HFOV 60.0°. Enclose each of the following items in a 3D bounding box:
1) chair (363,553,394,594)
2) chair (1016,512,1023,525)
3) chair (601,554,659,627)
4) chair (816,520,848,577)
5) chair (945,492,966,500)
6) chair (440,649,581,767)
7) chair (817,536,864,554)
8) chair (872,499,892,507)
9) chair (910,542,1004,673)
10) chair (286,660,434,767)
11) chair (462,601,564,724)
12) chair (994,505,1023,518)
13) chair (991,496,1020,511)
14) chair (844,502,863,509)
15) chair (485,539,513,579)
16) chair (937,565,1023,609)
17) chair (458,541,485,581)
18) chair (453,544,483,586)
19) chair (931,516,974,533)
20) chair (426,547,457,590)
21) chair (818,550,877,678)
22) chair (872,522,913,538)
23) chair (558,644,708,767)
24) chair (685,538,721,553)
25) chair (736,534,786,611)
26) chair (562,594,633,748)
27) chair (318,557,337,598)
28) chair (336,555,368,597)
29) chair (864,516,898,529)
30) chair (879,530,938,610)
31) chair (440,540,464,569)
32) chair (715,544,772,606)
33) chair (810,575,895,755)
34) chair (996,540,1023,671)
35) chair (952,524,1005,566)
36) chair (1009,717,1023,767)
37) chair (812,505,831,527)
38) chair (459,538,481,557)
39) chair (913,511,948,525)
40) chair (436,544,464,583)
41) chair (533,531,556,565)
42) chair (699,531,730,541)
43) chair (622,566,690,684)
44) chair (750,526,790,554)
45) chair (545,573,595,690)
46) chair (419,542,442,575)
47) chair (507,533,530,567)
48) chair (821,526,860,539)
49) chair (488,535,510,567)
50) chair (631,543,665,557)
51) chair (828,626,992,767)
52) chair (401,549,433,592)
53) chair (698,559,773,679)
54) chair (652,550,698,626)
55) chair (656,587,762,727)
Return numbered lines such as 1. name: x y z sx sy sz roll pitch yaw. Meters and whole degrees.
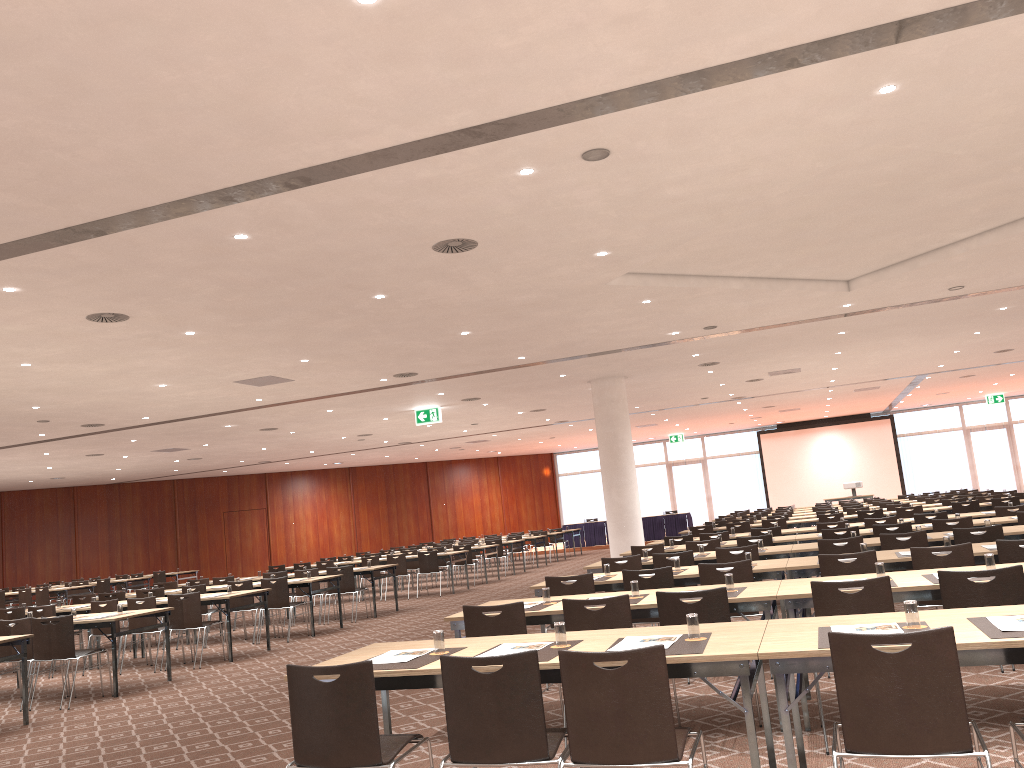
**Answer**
1. chair: -3.197 4.488 21.092 0.536 0.938 0.614 -8 -8 16
2. chair: 6.131 1.924 10.258 0.536 0.938 0.614 -9 -8 19
3. chair: 1.271 2.345 9.699 0.536 0.938 0.614 -8 -8 15
4. chair: 4.672 2.442 12.744 0.536 0.938 0.614 -9 -8 20
5. chair: 10.459 3.037 20.843 0.536 0.938 0.614 -8 -8 15
6. chair: -0.009 1.612 3.836 0.536 0.938 0.614 -8 -8 15
7. chair: 3.389 2.024 9.011 0.536 0.938 0.614 -8 -8 15
8. chair: 8.959 3.271 21.374 0.536 0.938 0.614 -8 -8 15
9. chair: 3.383 1.711 6.884 0.536 0.938 0.614 -9 -8 18
10. chair: -0.714 1.714 4.029 0.536 0.938 0.614 -8 -8 18
11. chair: -0.023 1.923 5.934 0.536 0.938 0.614 -9 -8 19
12. chair: 6.838 2.114 12.041 0.536 0.938 0.614 -8 -8 17
13. chair: 8.476 2.406 15.171 0.536 0.938 0.614 -8 -8 16
14. chair: 8.350 3.357 21.528 0.536 0.938 0.614 -8 -8 16
15. chair: -0.369 4.378 22.328 0.536 0.938 0.614 -8 -8 16
16. chair: 2.733 1.512 5.083 0.536 0.938 0.614 -9 -8 19
17. chair: -1.061 4.461 22.406 0.536 0.938 0.614 -8 -8 15
18. chair: -1.051 4.150 20.310 0.536 0.938 0.614 -8 -8 15
19. chair: 5.259 2.049 10.497 0.536 0.938 0.614 -9 -8 19
20. chair: -1.675 4.267 20.659 0.536 0.938 0.614 -8 -8 16
21. chair: 2.758 1.811 7.123 0.536 0.938 0.614 -9 -8 20
22. chair: 4.627 2.140 10.666 0.536 0.938 0.614 -9 -8 18
23. chair: 0.491 1.531 3.637 0.536 0.938 0.614 -8 -8 17
24. chair: 2.520 2.464 11.387 0.536 0.938 0.614 -8 -8 16
25. chair: 3.124 2.367 11.154 0.536 0.938 0.614 -9 -8 20
26. chair: 0.623 1.820 5.688 0.536 0.938 0.614 -8 -8 17
27. chair: -4.350 4.672 21.528 0.536 0.938 0.614 -8 -8 16
28. chair: -3.859 4.576 21.222 0.536 0.938 0.614 -9 -8 21
29. chair: 5.282 2.355 12.582 0.536 0.938 0.614 -8 -8 18
30. chair: 3.959 1.944 8.870 0.536 0.938 0.614 -8 -8 16
31. chair: -1.869 5.222 27.001 0.536 0.938 0.614 -9 -8 20
32. chair: 2.436 2.175 9.365 0.536 0.938 0.614 -8 -8 15
33. chair: 2.046 1.605 5.225 0.536 0.938 0.614 -8 -8 16
34. chair: 3.971 1.627 6.729 0.536 0.938 0.614 -9 -8 21
35. chair: 4.556 1.842 8.596 0.536 0.938 0.614 -8 -8 17
36. chair: 2.118 1.290 3.145 0.536 0.938 0.614 -8 -8 17
37. chair: 7.646 3.458 21.720 0.536 0.938 0.614 -9 -8 19
38. chair: -1.292 5.113 26.667 0.536 0.938 0.614 -9 -8 19
39. chair: 5.905 2.267 12.424 0.536 0.938 0.614 -8 -8 15
40. chair: -1.625 4.559 22.674 0.536 0.938 0.614 -8 -8 17
41. chair: 0.917 4.800 26.096 0.536 0.938 0.614 -8 -8 16
42. chair: 3.090 2.681 13.258 0.536 0.938 0.614 -8 -8 16
43. chair: 1.247 2.040 7.614 0.536 0.938 0.614 -9 -8 19
44. chair: 3.821 2.583 13.101 0.536 0.938 0.614 -9 -8 19
45. chair: 0.591 2.134 7.791 0.536 0.938 0.614 -8 -8 17
46. chair: -2.529 5.313 27.154 0.536 0.938 0.614 -8 -8 15
47. chair: 0.156 4.894 26.196 0.536 0.938 0.614 -8 -8 15
48. chair: 4.094 2.232 10.919 0.536 0.938 0.614 -8 -8 15
49. chair: -0.414 4.993 26.467 0.536 0.938 0.614 -9 -8 18
50. chair: 1.859 2.571 11.645 0.536 0.938 0.614 -8 -8 18
51. chair: 1.509 1.389 3.387 0.536 0.938 0.614 -9 -8 20
52. chair: -2.254 4.333 20.701 0.536 0.938 0.614 -9 -8 20
53. chair: 1.857 1.954 7.460 0.536 0.938 0.614 -8 -8 15
54. chair: 1.797 2.260 9.492 0.536 0.938 0.614 -8 -8 17
55. chair: 1.200 1.738 5.537 0.536 0.938 0.614 -9 -8 19
